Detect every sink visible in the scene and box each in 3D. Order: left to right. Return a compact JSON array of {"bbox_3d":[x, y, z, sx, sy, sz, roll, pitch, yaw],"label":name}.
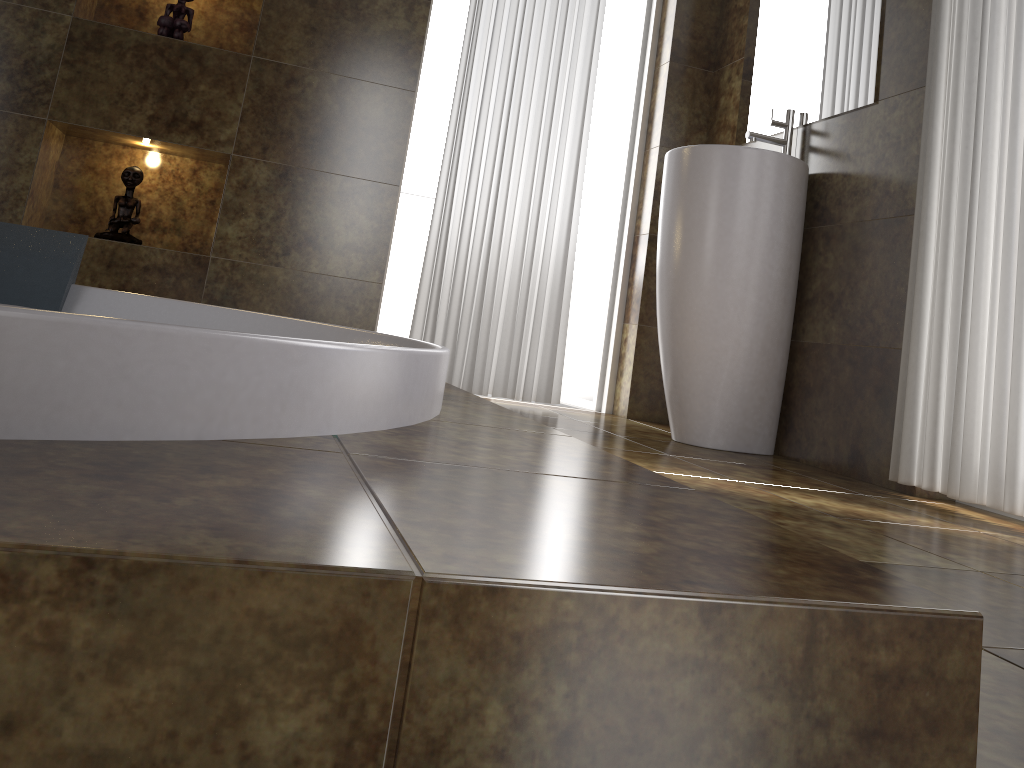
[{"bbox_3d":[0.672,-0.379,2.763,0.435,1.160,0.449,10,-8,-14],"label":"sink"}]

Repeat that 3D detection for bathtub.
[{"bbox_3d":[-0.972,-0.034,1.178,1.763,0.533,1.713,9,2,15],"label":"bathtub"}]

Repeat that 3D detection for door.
[{"bbox_3d":[0.296,-1.044,4.061,0.039,2.273,0.951,13,-9,-28],"label":"door"}]

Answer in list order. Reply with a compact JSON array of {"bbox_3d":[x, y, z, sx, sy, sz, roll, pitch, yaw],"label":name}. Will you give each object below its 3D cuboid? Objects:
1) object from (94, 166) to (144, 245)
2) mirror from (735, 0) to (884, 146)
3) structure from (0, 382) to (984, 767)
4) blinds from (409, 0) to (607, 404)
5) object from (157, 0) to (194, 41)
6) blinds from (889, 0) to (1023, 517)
[{"bbox_3d":[-1.312,-0.615,2.943,0.150,0.280,0.149,10,-7,-16],"label":"object"},{"bbox_3d":[1.036,-1.407,3.000,0.008,1.112,0.757,11,-6,-18],"label":"mirror"},{"bbox_3d":[-0.972,-0.026,1.175,1.984,0.126,1.997,8,3,-16],"label":"structure"},{"bbox_3d":[0.056,-1.089,3.274,0.597,2.325,0.066,11,-10,-15],"label":"blinds"},{"bbox_3d":[-1.186,-1.341,3.079,0.111,0.291,0.172,11,-7,-17],"label":"object"},{"bbox_3d":[1.187,-0.862,2.095,0.067,2.313,0.507,11,-9,-18],"label":"blinds"}]
